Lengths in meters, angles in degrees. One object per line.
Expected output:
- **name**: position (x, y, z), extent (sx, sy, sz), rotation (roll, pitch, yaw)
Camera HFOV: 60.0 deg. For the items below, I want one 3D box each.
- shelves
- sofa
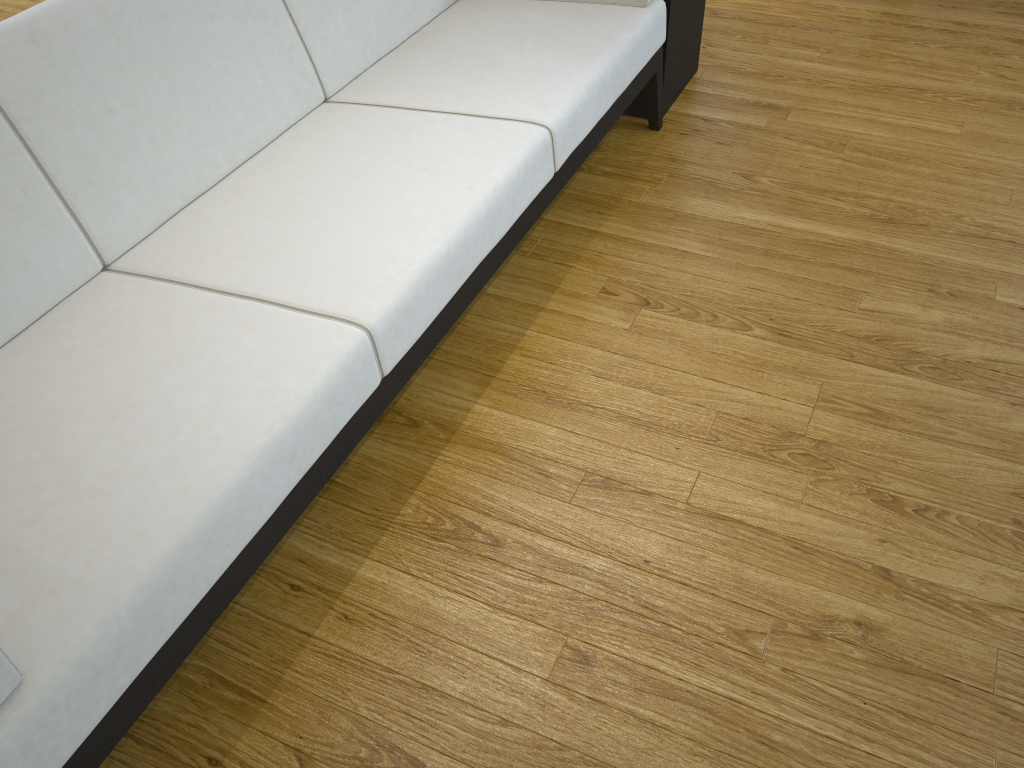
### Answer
- **shelves**: position (0.148, -1.099, 2.519), extent (0.728, 0.458, 0.344), rotation (17, 47, 19)
- **sofa**: position (0.222, -0.177, 1.405), extent (9.695, 0.690, 5.267), rotation (17, 47, 19)
